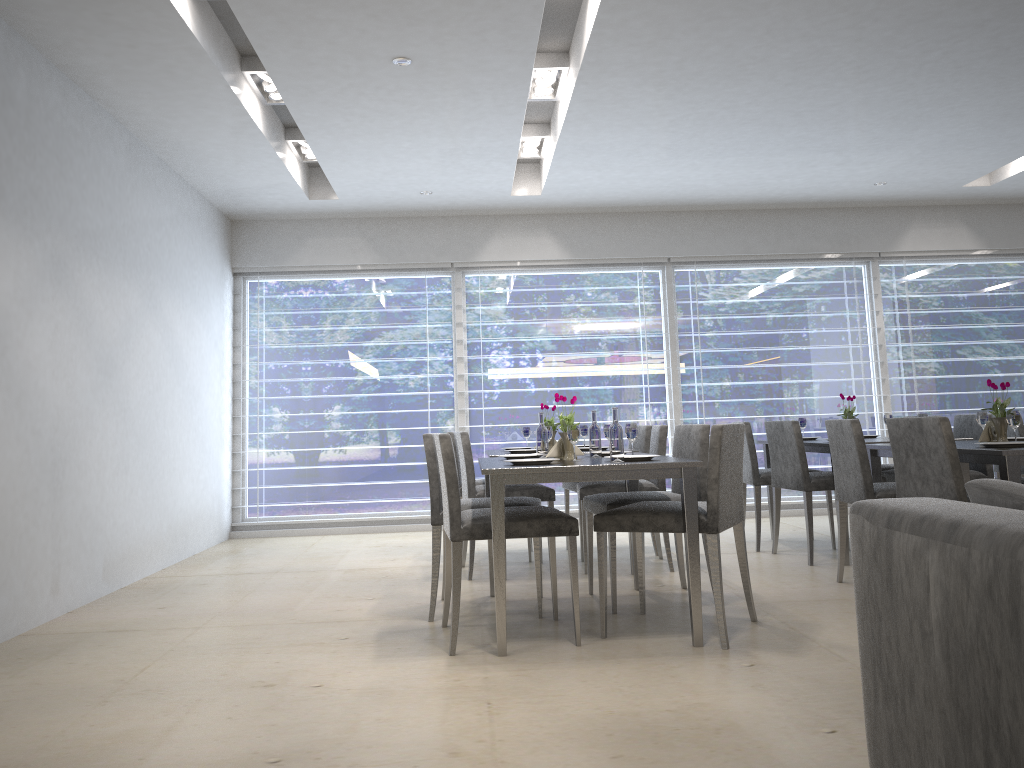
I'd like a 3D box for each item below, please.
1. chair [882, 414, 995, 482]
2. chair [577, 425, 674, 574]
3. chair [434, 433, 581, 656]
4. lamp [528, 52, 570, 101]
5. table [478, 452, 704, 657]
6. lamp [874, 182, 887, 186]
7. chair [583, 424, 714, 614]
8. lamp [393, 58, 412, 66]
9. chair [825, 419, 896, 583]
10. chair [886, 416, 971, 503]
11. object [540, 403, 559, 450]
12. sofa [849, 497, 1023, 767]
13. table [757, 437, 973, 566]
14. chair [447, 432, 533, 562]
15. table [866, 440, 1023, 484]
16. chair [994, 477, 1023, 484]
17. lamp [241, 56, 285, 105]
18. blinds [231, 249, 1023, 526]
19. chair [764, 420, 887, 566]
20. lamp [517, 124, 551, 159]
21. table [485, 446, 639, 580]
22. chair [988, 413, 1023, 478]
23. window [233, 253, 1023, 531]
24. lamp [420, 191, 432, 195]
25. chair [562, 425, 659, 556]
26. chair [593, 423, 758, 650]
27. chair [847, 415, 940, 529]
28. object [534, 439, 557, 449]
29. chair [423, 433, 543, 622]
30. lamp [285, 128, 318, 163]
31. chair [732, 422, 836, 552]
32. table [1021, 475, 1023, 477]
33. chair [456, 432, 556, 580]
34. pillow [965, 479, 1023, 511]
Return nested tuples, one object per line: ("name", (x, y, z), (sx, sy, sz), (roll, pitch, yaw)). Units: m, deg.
("chair", (2.405, 0.561, 4.984), (0.492, 0.769, 0.473), (-2, -6, 2))
("chair", (0.613, 0.617, 4.892), (0.492, 0.769, 0.473), (-2, -6, 2))
("chair", (-0.034, 0.564, 3.360), (0.492, 0.769, 0.473), (-1, -6, -8))
("lamp", (0.182, -1.707, 4.951), (0.226, 0.102, 0.484), (-2, -3, -3))
("table", (0.265, 0.630, 3.627), (0.777, 0.640, 1.180), (-2, -4, -3))
("lamp", (2.773, -1.505, 6.655), (0.088, 0.007, 0.089), (-5, -4, 42))
("chair", (0.607, 0.570, 3.936), (0.492, 0.769, 0.473), (-1, -6, -8))
("lamp", (-0.517, -1.517, 4.163), (0.088, 0.007, 0.089), (-5, -4, 42))
("chair", (1.738, 0.534, 3.975), (0.492, 0.769, 0.473), (-2, -6, 2))
("chair", (1.821, 0.505, 3.457), (0.492, 0.769, 0.473), (-1, -6, -8))
("object", (0.219, 0.250, 5.195), (0.104, 0.279, 0.153), (-1, -6, -5))
("sofa", (2.518, 0.443, 1.284), (3.798, 0.634, 0.829), (-2, -4, -3))
("table", (2.046, 0.648, 5.227), (0.777, 0.640, 1.180), (-2, -4, -3))
("chair", (-0.127, 0.667, 5.386), (0.492, 0.769, 0.473), (-2, -6, 2))
("table", (2.119, 0.572, 3.723), (0.777, 0.640, 1.180), (-2, -4, -3))
("chair", (2.460, 0.512, 4.021), (0.492, 0.769, 0.473), (-1, -6, -8))
("lamp", (-1.320, -1.660, 4.873), (0.226, 0.102, 0.484), (-2, -3, -3))
("blinds", (1.322, -0.032, 7.179), (7.096, 2.063, 0.045), (-2, -7, -3))
("chair", (1.748, 0.582, 4.960), (0.492, 0.769, 0.473), (-1, -6, -8))
("lamp", (0.129, -1.651, 6.054), (0.226, 0.102, 0.484), (-2, -3, -3))
("table", (0.255, 0.705, 5.134), (0.777, 0.640, 1.180), (-2, -4, -3))
("chair", (3.355, 0.558, 5.567), (0.492, 0.769, 0.473), (-2, -6, 2))
("window", (1.328, -0.001, 7.280), (7.101, 2.093, 0.157), (-2, -7, -3))
("lamp", (-0.629, -1.398, 6.478), (0.088, 0.007, 0.089), (-5, -4, 42))
("chair", (0.595, 0.645, 5.432), (0.492, 0.769, 0.473), (-1, -6, -8))
("chair", (0.627, 0.542, 3.367), (0.491, 0.769, 0.474), (-5, -7, 27))
("chair", (2.387, 0.588, 5.525), (0.492, 0.769, 0.473), (-1, -6, -8))
("object", (0.214, 0.341, 5.248), (0.203, 0.101, 0.069), (0, -6, -33))
("chair", (-0.117, 0.592, 3.879), (0.492, 0.769, 0.473), (-2, -6, 2))
("lamp", (-1.373, -1.604, 5.976), (0.226, 0.102, 0.484), (-2, -3, -3))
("chair", (1.665, 0.611, 5.479), (0.492, 0.769, 0.473), (-2, -6, 2))
("table", (3.736, 0.595, 5.315), (0.777, 0.640, 1.180), (-2, -4, -3))
("chair", (-0.044, 0.639, 4.868), (0.492, 0.769, 0.473), (-1, -6, -8))
("pillow", (0.893, 0.316, 1.291), (0.151, 0.327, 0.570), (-2, -4, -3))
